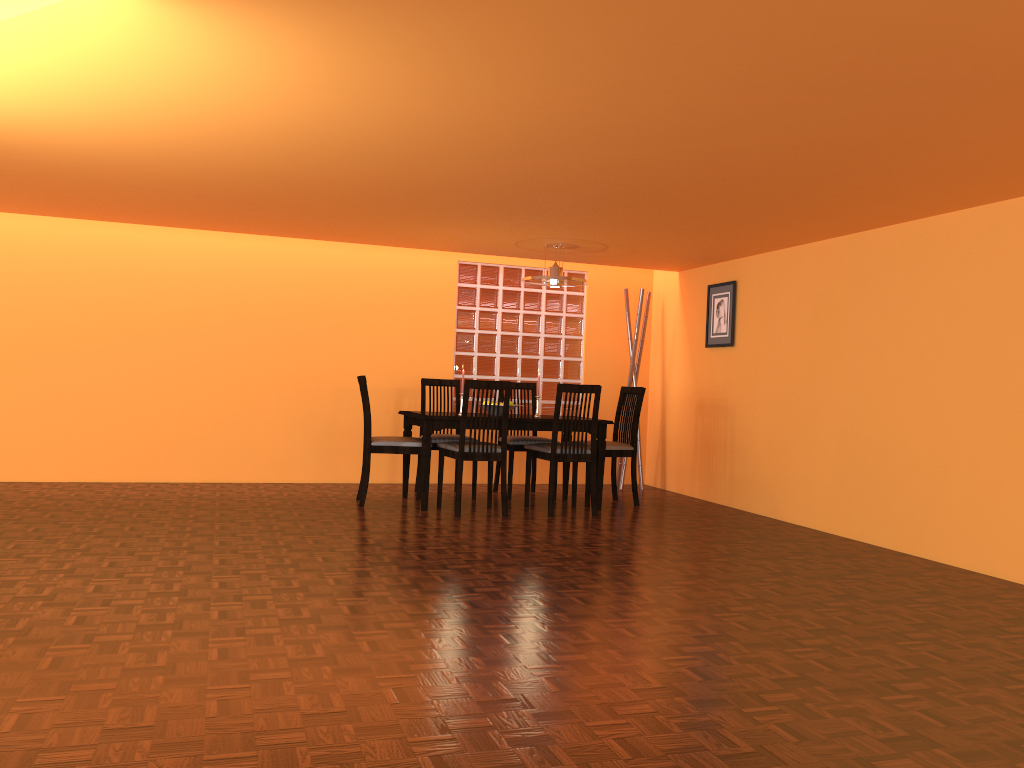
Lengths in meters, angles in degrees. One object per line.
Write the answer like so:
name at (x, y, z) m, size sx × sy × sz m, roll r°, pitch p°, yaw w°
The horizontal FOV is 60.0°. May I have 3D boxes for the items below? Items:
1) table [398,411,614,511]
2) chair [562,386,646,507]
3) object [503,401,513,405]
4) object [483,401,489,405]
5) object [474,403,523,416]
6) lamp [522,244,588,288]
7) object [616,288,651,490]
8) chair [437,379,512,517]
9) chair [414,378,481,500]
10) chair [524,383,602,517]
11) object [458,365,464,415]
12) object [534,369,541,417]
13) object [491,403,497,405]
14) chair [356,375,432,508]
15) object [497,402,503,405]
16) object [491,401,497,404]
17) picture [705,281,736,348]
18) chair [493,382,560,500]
table at (-0.066, 0.499, 5.794) m, size 1.259 × 0.584 × 0.697 m, roll 2°, pitch 0°, yaw -18°
chair at (0.634, 0.415, 6.044) m, size 0.465 × 0.809 × 0.373 m, roll 2°, pitch 0°, yaw -23°
object at (-0.026, 0.136, 5.819) m, size 0.069 × 0.066 × 0.069 m, roll 2°, pitch 0°, yaw -8°
object at (-0.163, 0.132, 5.727) m, size 0.055 × 0.046 × 0.046 m, roll 2°, pitch 0°, yaw -35°
object at (-0.096, 0.169, 5.794) m, size 0.337 × 0.072 × 0.337 m, roll 2°, pitch 0°, yaw 38°
lamp at (0.290, -0.781, 5.894) m, size 0.435 × 0.274 × 0.435 m, roll 2°, pitch 0°, yaw 4°
object at (0.964, 0.041, 6.986) m, size 0.226 × 1.589 × 0.308 m, roll 2°, pitch 0°, yaw 4°
chair at (-0.220, 0.379, 5.371) m, size 0.373 × 0.809 × 0.465 m, roll 2°, pitch 0°, yaw -18°
chair at (-0.458, 0.370, 6.099) m, size 0.373 × 0.809 × 0.465 m, roll 2°, pitch 0°, yaw -18°
chair at (0.328, 0.402, 5.551) m, size 0.373 × 0.809 × 0.465 m, roll 2°, pitch 0°, yaw -18°
object at (-0.314, 0.033, 5.635) m, size 0.044 × 0.326 × 0.044 m, roll 2°, pitch 0°, yaw -29°
object at (0.174, 0.053, 5.884) m, size 0.044 × 0.326 × 0.044 m, roll 2°, pitch 0°, yaw -29°
object at (-0.114, 0.145, 5.719) m, size 0.055 × 0.046 × 0.046 m, roll 2°, pitch 0°, yaw 35°
chair at (-0.757, 0.357, 5.595) m, size 0.465 × 0.809 × 0.373 m, roll 2°, pitch 0°, yaw -13°
object at (-0.058, 0.148, 5.746) m, size 0.066 × 0.070 × 0.055 m, roll 2°, pitch 0°, yaw -37°
object at (-0.131, 0.153, 5.814) m, size 0.087 × 0.076 × 0.089 m, roll 2°, pitch 0°, yaw -12°
picture at (1.478, -0.489, 6.292) m, size 0.014 × 0.456 × 0.361 m, roll 2°, pitch 0°, yaw -18°
chair at (0.090, 0.392, 6.279) m, size 0.373 × 0.809 × 0.465 m, roll 2°, pitch 0°, yaw -18°
